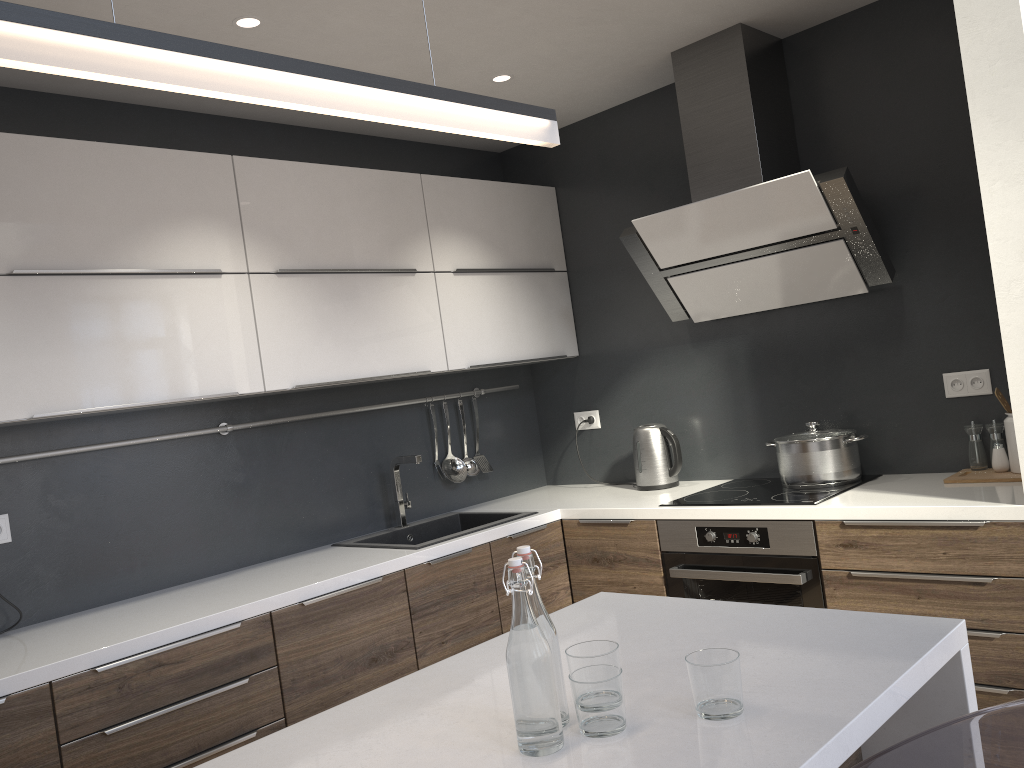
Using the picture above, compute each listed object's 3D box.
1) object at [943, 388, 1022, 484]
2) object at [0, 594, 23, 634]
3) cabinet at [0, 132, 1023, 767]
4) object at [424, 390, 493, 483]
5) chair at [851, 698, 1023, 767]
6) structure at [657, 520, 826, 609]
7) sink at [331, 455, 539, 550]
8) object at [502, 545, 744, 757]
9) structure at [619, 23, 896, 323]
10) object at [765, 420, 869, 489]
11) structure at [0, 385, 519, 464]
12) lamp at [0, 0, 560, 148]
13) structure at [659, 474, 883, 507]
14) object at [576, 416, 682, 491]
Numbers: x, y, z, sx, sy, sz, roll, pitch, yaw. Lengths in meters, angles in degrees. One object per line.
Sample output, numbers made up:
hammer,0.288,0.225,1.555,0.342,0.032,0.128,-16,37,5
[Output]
object,1.560,0.138,2.825,0.330,0.316,0.221,-8,0,44
object,-1.612,0.586,2.355,0.191,0.319,0.562,-8,0,44
cabinet,-0.638,0.202,1.828,2.402,2.501,4.694,-8,0,44
object,-0.238,0.233,3.914,0.320,0.389,0.069,-8,0,-45
chair,0.637,0.857,1.246,0.434,0.838,0.475,-8,0,42
structure,0.950,0.728,3.171,0.587,0.588,0.584,-8,0,44
sink,-0.297,0.529,3.423,0.512,0.518,0.626,-8,0,44
object,0.155,0.358,1.262,0.323,0.267,0.148,-8,0,9
structure,0.835,-0.766,3.267,0.898,0.998,0.407,-8,0,44
object,1.102,0.244,3.203,0.288,0.223,0.315,-8,0,-5
structure,-1.009,0.157,3.142,0.050,0.045,3.000,-8,0,44
lamp,-0.321,-0.731,1.149,0.020,0.756,0.998,-8,0,44
structure,0.933,0.384,3.205,0.600,0.006,0.550,-8,0,44
object,0.500,0.290,3.840,0.179,0.318,0.590,-8,0,-39
